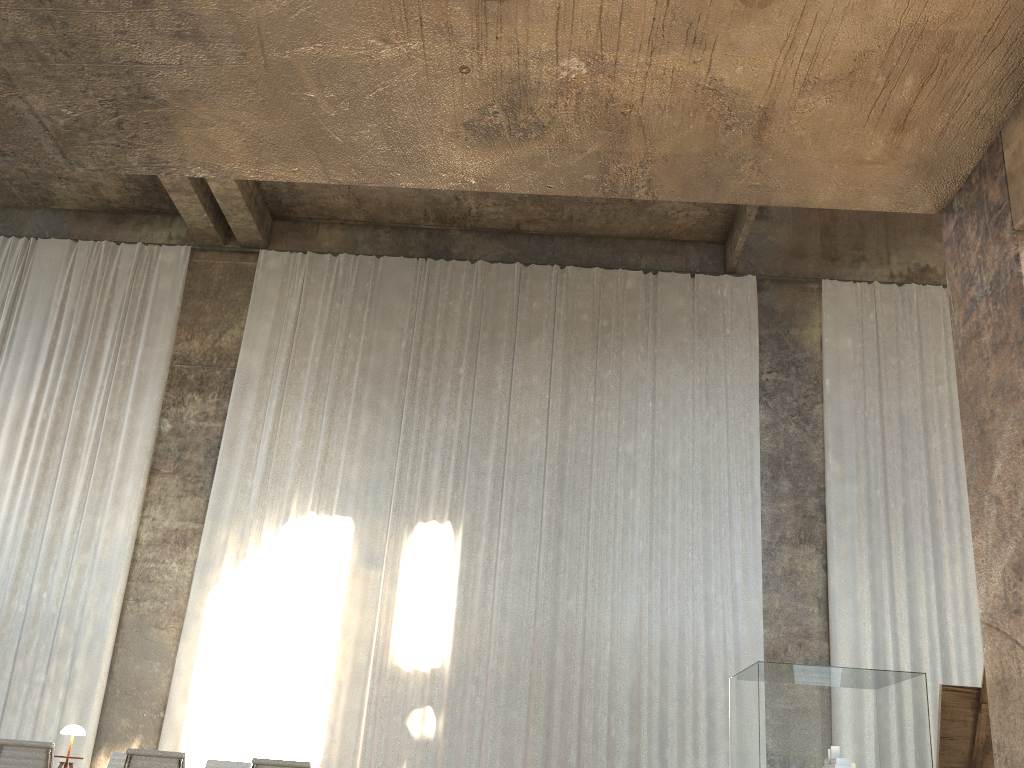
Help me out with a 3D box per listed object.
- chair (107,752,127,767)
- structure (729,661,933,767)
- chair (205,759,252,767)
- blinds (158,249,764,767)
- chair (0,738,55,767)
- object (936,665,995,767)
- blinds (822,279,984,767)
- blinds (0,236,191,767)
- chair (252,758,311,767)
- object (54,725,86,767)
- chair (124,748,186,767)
[{"bbox_3d":[-3.516,3.764,7.720,0.665,0.981,0.731,2,-22,8],"label":"chair"},{"bbox_3d":[1.423,2.094,3.964,0.743,1.480,0.620,4,-20,3],"label":"structure"},{"bbox_3d":[-2.653,3.827,7.714,0.665,0.981,0.731,0,-22,10],"label":"chair"},{"bbox_3d":[-0.451,2.005,12.175,7.819,8.277,0.287,3,-19,3],"label":"blinds"},{"bbox_3d":[-3.553,3.153,6.432,0.665,0.981,0.731,1,-22,8],"label":"chair"},{"bbox_3d":[2.333,1.911,4.035,0.701,2.053,0.714,4,-20,2],"label":"object"},{"bbox_3d":[8.173,2.509,11.832,7.819,8.277,0.287,3,-19,3],"label":"blinds"},{"bbox_3d":[-9.102,1.500,12.519,7.820,8.277,0.287,4,-19,1],"label":"blinds"},{"bbox_3d":[-1.691,3.261,6.358,0.665,0.981,0.731,2,-22,8],"label":"chair"},{"bbox_3d":[-4.712,4.143,9.001,0.665,1.241,0.590,-10,-25,33],"label":"object"},{"bbox_3d":[-2.607,3.207,6.393,0.665,0.981,0.731,2,-22,6],"label":"chair"}]
